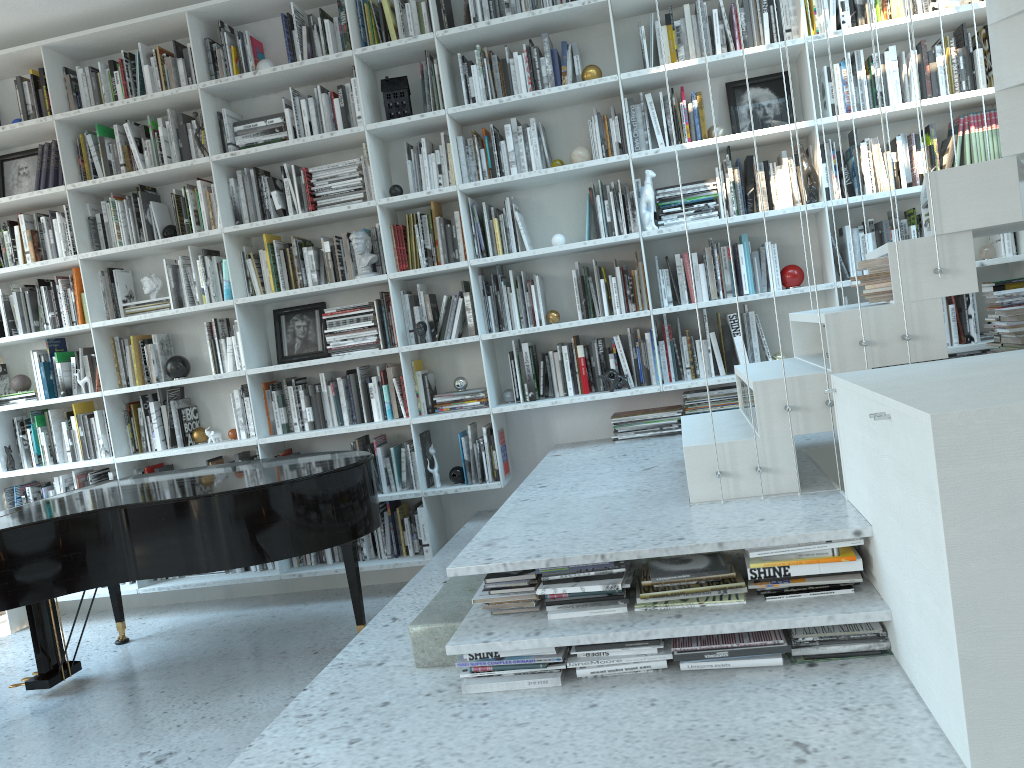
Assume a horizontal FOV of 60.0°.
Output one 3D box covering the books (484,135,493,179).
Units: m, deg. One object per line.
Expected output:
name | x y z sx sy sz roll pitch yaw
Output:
books | -0.100 -1.121 4.480 0.013 0.236 0.157 -8 4 11

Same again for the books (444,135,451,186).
books | -0.304 -1.113 4.514 0.025 0.277 0.172 -8 4 11

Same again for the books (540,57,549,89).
books | 0.176 -1.500 4.388 0.027 0.182 0.176 -8 4 11

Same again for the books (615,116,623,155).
books | 0.530 -1.190 4.346 0.013 0.204 0.173 -8 4 11

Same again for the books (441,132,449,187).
books | -0.320 -1.119 4.519 0.028 0.294 0.154 -8 4 11

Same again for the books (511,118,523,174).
books | 0.041 -1.170 4.455 0.027 0.295 0.159 -8 4 11

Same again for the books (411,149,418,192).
books | -0.477 -1.072 4.561 0.024 0.243 0.159 -8 4 11

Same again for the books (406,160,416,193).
books | -0.495 -1.040 4.546 0.028 0.185 0.181 -8 4 11

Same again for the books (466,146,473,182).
books | -0.199 -1.095 4.517 0.013 0.210 0.140 -8 4 11

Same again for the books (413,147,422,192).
books | -0.462 -1.078 4.552 0.028 0.250 0.164 -8 4 11

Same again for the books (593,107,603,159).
books | 0.431 -1.209 4.367 0.015 0.268 0.164 -8 4 11

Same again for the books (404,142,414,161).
books | -0.511 -1.089 4.566 0.018 0.285 0.159 -8 4 11

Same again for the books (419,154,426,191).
books | -0.434 -1.060 4.549 0.023 0.207 0.170 -8 4 11

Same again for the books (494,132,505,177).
books | -0.046 -1.128 4.458 0.022 0.237 0.164 -8 4 11

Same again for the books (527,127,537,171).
books | 0.115 -1.148 4.434 0.021 0.232 0.182 -8 4 11

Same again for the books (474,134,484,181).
books | -0.150 -1.119 4.480 0.014 0.248 0.176 -8 4 11

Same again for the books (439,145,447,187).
books | -0.332 -1.087 4.522 0.024 0.234 0.149 -8 4 11

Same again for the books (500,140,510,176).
books | -0.019 -1.111 4.464 0.025 0.194 0.170 -8 4 11

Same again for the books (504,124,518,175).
books | 0.011 -1.148 4.436 0.030 0.263 0.182 -8 4 11

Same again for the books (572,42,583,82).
books | 0.330 -1.547 4.373 0.026 0.229 0.140 -8 4 11

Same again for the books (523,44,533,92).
books | 0.091 -1.531 4.402 0.012 0.265 0.156 -8 4 11

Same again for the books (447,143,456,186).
books | -0.287 -1.090 4.497 0.028 0.230 0.176 -8 4 11

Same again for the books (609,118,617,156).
books | 0.505 -1.186 4.362 0.013 0.202 0.173 -8 4 11

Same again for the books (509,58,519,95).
books | 0.026 -1.498 4.428 0.025 0.216 0.144 -8 4 11

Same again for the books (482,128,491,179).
books | -0.113 -1.144 4.501 0.014 0.284 0.135 -8 4 11

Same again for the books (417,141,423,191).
books | -0.449 -1.093 4.549 0.019 0.275 0.145 -8 4 11

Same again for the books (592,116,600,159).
books | 0.423 -1.191 4.383 0.012 0.232 0.154 -8 4 11

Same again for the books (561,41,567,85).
books | 0.267 -1.540 4.358 0.054 0.235 0.171 -8 4 11

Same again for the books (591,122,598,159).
books | 0.417 -1.176 4.387 0.005 0.205 0.153 -8 4 11

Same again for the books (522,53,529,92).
books | 0.083 -1.508 4.404 0.011 0.222 0.159 -8 4 11

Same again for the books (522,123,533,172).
books | 0.093 -1.161 4.451 0.024 0.262 0.133 -8 4 11

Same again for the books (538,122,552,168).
books | 0.175 -1.167 4.433 0.034 0.254 0.160 -8 4 11

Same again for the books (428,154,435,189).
books | -0.388 -1.059 4.525 0.024 0.195 0.172 -8 4 11

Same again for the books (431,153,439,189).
books | -0.370 -1.062 4.524 0.027 0.196 0.185 -8 4 11

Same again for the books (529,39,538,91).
books | 0.122 -1.546 4.408 0.012 0.285 0.159 -8 4 11

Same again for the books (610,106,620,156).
books | 0.513 -1.215 4.348 0.016 0.257 0.175 -8 4 11

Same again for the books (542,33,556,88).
books | 0.193 -1.554 4.367 0.029 0.285 0.183 -8 4 11

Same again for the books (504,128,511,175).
books | -0.005 -1.145 4.464 0.011 0.257 0.131 -8 4 11

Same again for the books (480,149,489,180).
books | -0.126 -1.089 4.491 0.021 0.179 0.136 -8 4 11

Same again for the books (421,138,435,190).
books | -0.412 -1.096 4.514 0.028 0.275 0.186 -8 4 11

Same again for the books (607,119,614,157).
books | 0.494 -1.188 4.376 0.012 0.206 0.137 -8 4 11

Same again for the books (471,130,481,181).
books | -0.163 -1.134 4.498 0.014 0.279 0.153 -8 4 11

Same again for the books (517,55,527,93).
books | 0.066 -1.498 4.394 0.021 0.209 0.180 -8 4 11

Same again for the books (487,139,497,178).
books | -0.080 -1.114 4.479 0.026 0.216 0.161 -8 4 11

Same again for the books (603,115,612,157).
books | 0.478 -1.196 4.373 0.016 0.228 0.160 -8 4 11

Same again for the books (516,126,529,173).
books | 0.067 -1.147 4.437 0.025 0.245 0.183 -8 4 11

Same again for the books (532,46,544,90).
books | 0.143 -1.524 4.387 0.030 0.238 0.185 -8 4 11

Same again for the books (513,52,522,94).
books | 0.045 -1.510 4.411 0.023 0.237 0.149 -8 4 11

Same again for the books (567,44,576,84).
books | 0.292 -1.534 4.363 0.048 0.217 0.182 -8 4 11

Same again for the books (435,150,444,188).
books | -0.350 -1.072 4.520 0.029 0.211 0.157 -8 4 11

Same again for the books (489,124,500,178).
books | -0.068 -1.147 4.454 0.014 0.280 0.177 -8 4 11

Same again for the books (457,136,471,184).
books | -0.227 -1.111 4.492 0.028 0.251 0.189 -8 4 11

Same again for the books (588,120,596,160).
books | 0.406 -1.183 4.392 0.015 0.220 0.139 -8 4 11

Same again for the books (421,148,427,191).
books | -0.422 -1.076 4.540 0.023 0.236 0.178 -8 4 11

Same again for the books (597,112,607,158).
books | 0.450 -1.200 4.376 0.016 0.244 0.151 -8 4 11

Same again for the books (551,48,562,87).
books | 0.230 -1.524 4.378 0.030 0.213 0.156 -8 4 11

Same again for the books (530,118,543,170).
books | 0.132 -1.170 4.417 0.024 0.272 0.169 -8 4 11

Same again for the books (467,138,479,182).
books | -0.181 -1.114 4.508 0.030 0.242 0.138 -8 4 11
